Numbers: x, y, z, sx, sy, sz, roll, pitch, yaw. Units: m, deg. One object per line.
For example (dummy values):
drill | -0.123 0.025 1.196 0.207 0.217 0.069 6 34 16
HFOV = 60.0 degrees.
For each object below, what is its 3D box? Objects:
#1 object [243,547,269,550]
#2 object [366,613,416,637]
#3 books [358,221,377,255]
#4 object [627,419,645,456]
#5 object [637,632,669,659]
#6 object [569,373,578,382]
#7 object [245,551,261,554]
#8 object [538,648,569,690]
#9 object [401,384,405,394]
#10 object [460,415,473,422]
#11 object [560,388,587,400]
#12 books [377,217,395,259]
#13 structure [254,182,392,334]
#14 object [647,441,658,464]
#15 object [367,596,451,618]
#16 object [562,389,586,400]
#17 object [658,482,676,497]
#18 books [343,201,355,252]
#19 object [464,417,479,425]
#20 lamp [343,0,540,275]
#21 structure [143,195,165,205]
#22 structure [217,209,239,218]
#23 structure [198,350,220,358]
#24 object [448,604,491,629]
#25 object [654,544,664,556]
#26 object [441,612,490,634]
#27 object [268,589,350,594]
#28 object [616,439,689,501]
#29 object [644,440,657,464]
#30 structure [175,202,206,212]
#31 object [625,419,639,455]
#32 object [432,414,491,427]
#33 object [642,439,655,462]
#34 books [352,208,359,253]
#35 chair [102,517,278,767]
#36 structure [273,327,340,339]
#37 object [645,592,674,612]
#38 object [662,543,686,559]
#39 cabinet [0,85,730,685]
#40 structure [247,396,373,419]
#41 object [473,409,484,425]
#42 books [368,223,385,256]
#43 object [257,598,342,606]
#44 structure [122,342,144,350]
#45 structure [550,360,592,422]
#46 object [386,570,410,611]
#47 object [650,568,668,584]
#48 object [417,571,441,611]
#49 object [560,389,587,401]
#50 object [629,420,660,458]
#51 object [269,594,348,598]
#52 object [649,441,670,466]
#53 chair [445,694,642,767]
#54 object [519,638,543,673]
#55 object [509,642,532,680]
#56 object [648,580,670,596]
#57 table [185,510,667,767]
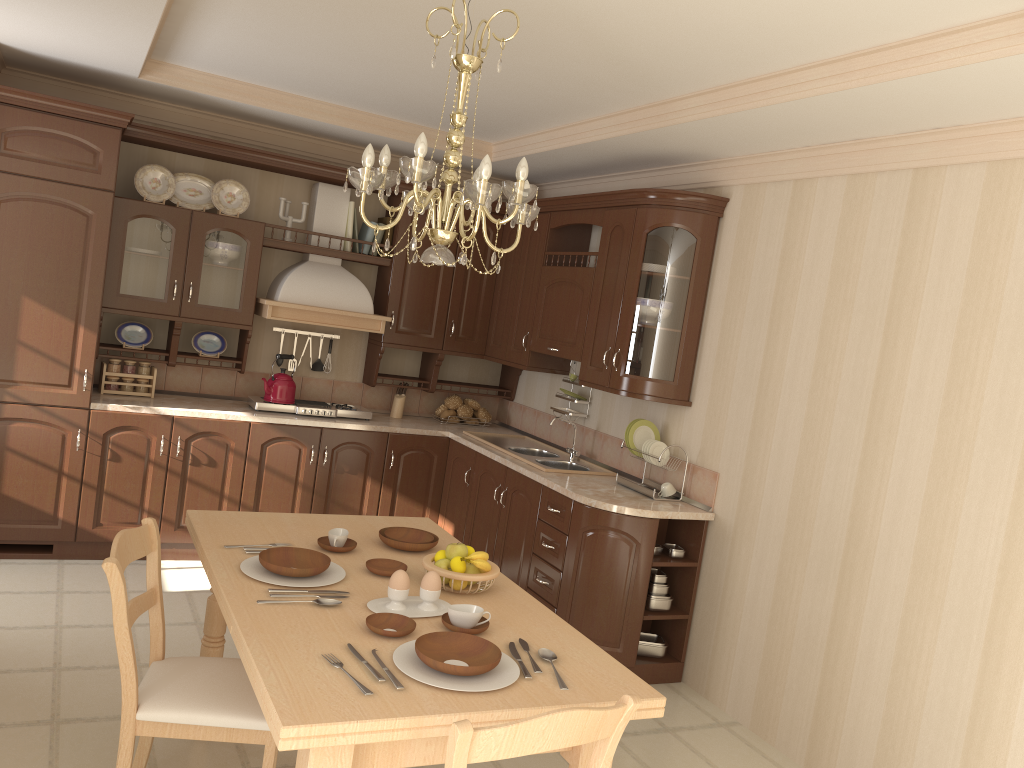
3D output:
object | -0.725 0.512 2.751 0.212 0.008 0.018 6 5 -27
object | -0.304 0.608 2.220 0.126 0.026 0.127 5 5 -36
books | -0.918 -0.912 5.558 0.086 0.209 0.205 6 5 -27
object | 0.661 0.274 4.498 0.193 0.188 0.047 6 5 -26
object | 0.637 1.251 4.255 0.208 0.077 0.145 8 4 -2
object | 0.369 -0.038 5.306 0.044 0.051 0.049 11 5 31
object | -0.706 0.518 2.718 0.218 0.008 0.022 7 5 -25
object | 0.099 0.684 2.136 0.047 0.011 0.219 8 4 -11
object | -0.727 0.076 5.845 0.016 0.158 0.051 11 5 26
object | -0.318 0.214 5.983 0.098 0.094 0.114 13 6 43
object | 0.361 0.059 5.220 0.167 0.051 0.174 6 5 -27
books | -0.808 -0.922 5.604 0.052 0.254 0.205 6 5 -27
structure | -1.110 -0.781 5.359 0.753 0.845 0.455 6 5 -27
object | 0.714 0.340 4.374 0.123 0.119 0.034 6 5 -27
object | -0.275 0.607 2.412 0.245 0.005 0.157 6 5 -30
object | 0.360 0.062 5.220 0.167 0.051 0.174 6 5 -27
object | 0.764 0.518 4.329 0.073 0.072 0.085 11 5 27
books | -1.022 -0.973 5.497 0.042 0.305 0.194 6 5 -27
object | -0.272 0.247 5.951 0.103 0.060 0.105 6 5 -32
lamp | -0.133 -0.807 2.404 0.502 0.982 0.501 11 5 33
structure | -1.982 -1.065 4.923 0.110 0.126 0.080 6 5 -27
structure | -1.628 -1.025 5.104 0.110 0.126 0.080 6 5 -27
structure | -1.778 -0.223 5.216 0.110 0.126 0.080 6 5 -27
object | -0.113 0.613 2.315 0.119 0.055 0.063 8 5 -13
object | 0.653 0.779 4.210 0.084 0.045 0.120 5 6 -41
object | -0.123 0.628 2.314 0.126 0.026 0.127 5 5 -36
object | -0.552 0.565 2.416 0.221 0.008 0.023 7 5 -22
object | 0.694 0.403 4.400 0.172 0.275 0.359 6 5 -26
object | 0.705 0.338 4.393 0.123 0.119 0.034 7 5 -25
structure | -1.830 -1.052 5.062 0.154 0.126 0.080 6 5 -27
object | 0.654 0.272 4.514 0.193 0.188 0.047 6 5 -26
object | -0.338 0.238 5.944 0.364 0.060 0.199 6 5 -27
object | 0.696 0.335 4.412 0.123 0.119 0.034 6 5 -27
books | -0.993 -0.952 5.522 0.068 0.271 0.194 6 5 -27
chair | -0.909 0.863 2.551 0.517 0.846 0.462 8 4 -10
structure | -1.288 -0.319 5.573 0.422 0.020 0.008 6 5 -27
object | 0.671 1.020 4.236 0.145 0.077 0.208 7 5 -16
object | 0.769 0.795 4.221 0.084 0.045 0.120 7 5 -16
cabinet | -0.966 -0.038 4.455 3.226 2.313 2.436 6 5 -27
structure | -1.208 0.142 5.353 0.710 0.054 0.325 6 5 -27
object | -0.233 0.223 6.016 0.091 0.100 0.125 6 5 -32
books | -0.869 -0.906 5.574 0.080 0.209 0.205 6 5 -27
object | -0.555 0.571 2.319 0.219 0.011 0.047 7 5 -18
structure | -2.143 -0.264 5.031 0.110 0.126 0.080 6 5 -27
structure | 0.357 0.037 5.264 0.131 0.361 0.256 6 5 -27
object | -0.306 0.553 2.398 0.058 0.104 0.058 12 6 41
object | 0.687 0.916 4.228 0.084 0.045 0.120 7 5 -16
object | -0.223 0.563 2.431 0.058 0.104 0.058 12 6 41
object | 0.359 0.064 5.220 0.167 0.051 0.174 6 5 -27
object | 0.669 0.277 4.481 0.193 0.188 0.047 6 5 -26
object | -0.541 0.570 2.383 0.216 0.004 0.022 7 5 -22
object | 0.723 0.343 4.355 0.123 0.119 0.034 6 5 -27
chair | -0.099 1.028 2.006 0.462 0.846 0.517 6 5 -34
object | 0.044 0.673 2.204 0.022 0.004 0.216 8 5 -12
object | 0.015 0.670 2.159 0.023 0.008 0.221 8 5 -12
object | 0.680 0.962 4.232 0.106 0.057 0.152 7 5 -16
table | -0.437 0.965 2.596 0.900 0.774 1.567 6 5 -27
